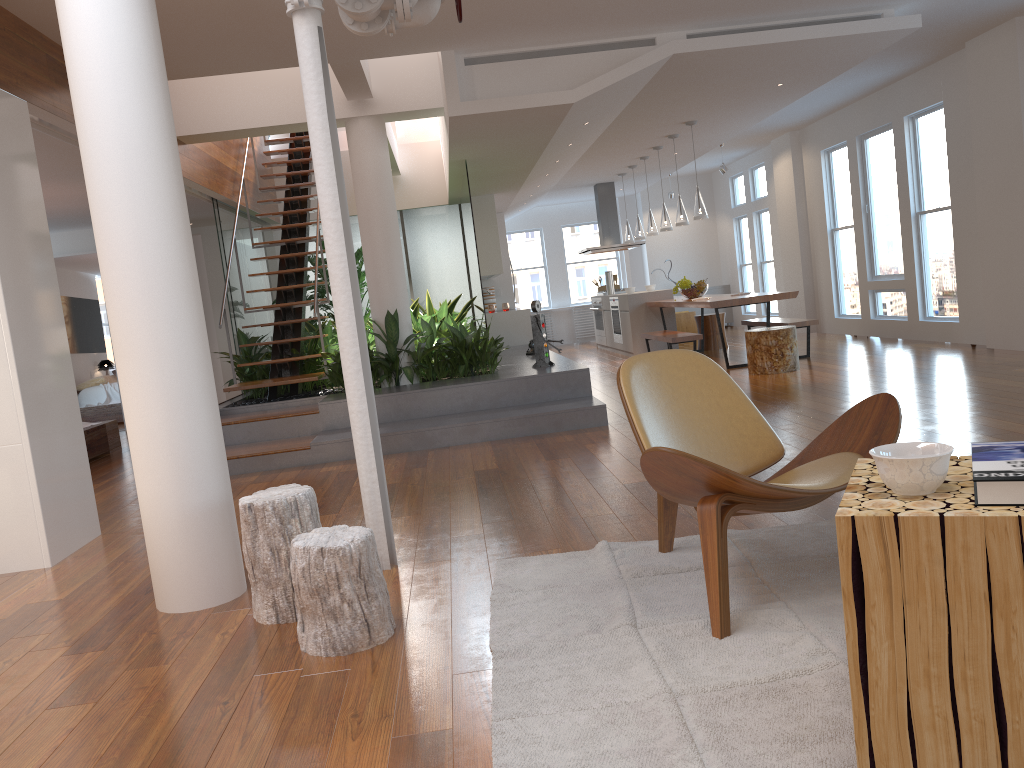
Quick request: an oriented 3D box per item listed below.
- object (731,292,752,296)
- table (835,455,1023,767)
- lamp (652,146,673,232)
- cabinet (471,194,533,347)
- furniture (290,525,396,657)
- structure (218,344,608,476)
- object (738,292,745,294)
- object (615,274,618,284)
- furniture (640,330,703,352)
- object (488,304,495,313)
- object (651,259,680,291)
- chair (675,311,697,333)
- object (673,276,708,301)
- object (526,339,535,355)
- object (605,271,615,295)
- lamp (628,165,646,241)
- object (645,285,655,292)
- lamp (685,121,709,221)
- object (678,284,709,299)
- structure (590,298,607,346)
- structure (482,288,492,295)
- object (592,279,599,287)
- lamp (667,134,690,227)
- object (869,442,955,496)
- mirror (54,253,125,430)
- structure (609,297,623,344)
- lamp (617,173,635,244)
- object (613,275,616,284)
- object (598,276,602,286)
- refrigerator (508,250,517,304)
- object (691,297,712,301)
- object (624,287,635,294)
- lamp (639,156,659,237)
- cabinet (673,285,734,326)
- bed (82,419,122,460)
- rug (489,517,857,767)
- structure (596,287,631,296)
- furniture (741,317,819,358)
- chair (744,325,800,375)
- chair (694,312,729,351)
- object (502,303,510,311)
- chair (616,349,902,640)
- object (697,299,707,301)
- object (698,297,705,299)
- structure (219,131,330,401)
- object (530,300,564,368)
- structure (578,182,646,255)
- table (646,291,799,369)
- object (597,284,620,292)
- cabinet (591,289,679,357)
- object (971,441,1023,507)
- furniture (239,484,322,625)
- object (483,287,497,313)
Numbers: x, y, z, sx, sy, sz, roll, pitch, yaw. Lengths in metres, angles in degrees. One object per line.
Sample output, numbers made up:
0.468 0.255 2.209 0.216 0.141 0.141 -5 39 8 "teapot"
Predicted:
2.463 -0.964 9.521 0.222 0.020 0.222 -8 6 -11 "object"
0.975 0.453 1.745 0.548 0.534 0.489 -4 6 26 "table"
1.782 -2.351 10.540 0.160 1.060 0.160 -5 6 23 "lamp"
-0.305 -1.415 13.333 0.676 2.280 4.565 -7 6 -3 "cabinet"
-0.531 0.627 2.751 0.294 0.333 0.292 -11 7 -33 "furniture"
-1.065 0.068 8.964 3.088 0.386 5.584 -7 6 -3 "structure"
2.463 -0.970 9.521 0.079 0.030 0.070 -2 7 40 "object"
1.679 -1.613 14.249 0.057 0.294 0.030 -7 6 -4 "object"
1.714 -0.348 9.556 0.316 0.389 1.433 -7 6 -3 "furniture"
-0.262 -0.962 11.343 0.094 0.106 0.094 -7 6 2 "object"
2.730 -1.896 15.539 0.590 0.563 0.210 -11 7 -32 "object"
2.627 -0.893 13.692 0.344 0.430 0.549 -7 6 0 "chair"
2.126 -1.148 10.524 0.394 0.284 0.292 -12 7 -39 "object"
0.210 -0.385 9.193 0.216 0.155 0.181 -12 7 -39 "object"
1.480 -1.517 13.323 0.120 0.356 0.172 -2 8 44 "object"
1.678 -2.480 11.977 0.160 1.060 0.160 -5 6 23 "lamp"
1.846 -1.276 11.820 0.152 0.082 0.152 -12 8 -43 "object"
1.886 -2.222 9.104 0.160 1.060 0.160 -5 6 23 "lamp"
2.160 -1.088 10.517 0.360 0.159 0.360 -12 7 -40 "object"
1.617 -1.009 13.828 0.649 0.735 0.890 -7 6 -3 "structure"
-0.375 -1.071 12.347 0.248 0.536 0.115 -7 6 -3 "structure"
1.393 -1.560 14.230 0.199 0.259 0.016 -6 6 7 "object"
1.834 -2.287 9.822 0.160 1.060 0.160 -5 6 23 "lamp"
0.780 0.168 1.726 0.152 0.082 0.152 -12 8 -43 "object"
-5.239 -0.404 10.167 1.267 2.044 0.049 -7 6 -3 "mirror"
1.468 -0.895 12.406 0.072 0.648 0.644 -7 6 -3 "structure"
1.626 -2.544 12.695 0.160 1.060 0.160 -5 6 23 "lamp"
1.643 -1.607 14.229 0.068 0.298 0.039 -7 6 -3 "object"
1.427 -1.582 14.233 0.055 0.299 0.027 -7 6 -3 "object"
-0.278 -1.276 14.095 0.725 1.772 0.908 -7 6 -3 "refrigerator"
2.042 -0.914 9.543 0.222 0.020 0.222 -3 7 37 "object"
1.590 -1.255 11.928 0.152 0.082 0.152 -3 7 36 "object"
1.730 -2.415 11.259 0.160 1.060 0.160 -5 6 23 "lamp"
3.186 -1.312 15.669 1.309 0.725 0.420 -7 6 -3 "cabinet"
-4.860 0.576 7.350 2.314 0.595 2.207 -7 6 -3 "bed"
1.661 0.606 1.636 3.525 0.057 3.478 -7 6 1 "rug"
1.606 -1.436 13.800 0.520 0.073 0.650 -7 6 -3 "structure"
2.895 -0.501 9.628 0.316 0.389 1.433 -7 6 -3 "furniture"
2.423 -0.317 8.263 0.460 0.400 0.460 -6 6 6 "chair"
2.581 -0.675 11.479 0.396 0.455 0.402 -8 6 -13 "chair"
-0.079 -0.981 11.307 0.094 0.106 0.094 -7 6 2 "object"
0.807 0.261 2.778 0.856 0.752 0.867 -7 6 2 "chair"
2.038 -0.896 9.443 0.164 0.006 0.017 -7 6 2 "object"
2.042 -0.920 9.543 0.070 0.030 0.079 -12 7 -40 "object"
-1.577 -2.025 9.407 2.552 4.265 4.591 -7 6 -3 "structure"
0.293 -0.429 7.467 0.318 0.565 0.134 -3 7 33 "object"
1.448 -2.749 13.643 0.909 1.405 0.900 -7 6 -3 "structure"
2.165 -0.764 11.569 0.893 0.704 5.996 -7 6 -3 "table"
1.555 -1.518 14.238 0.353 0.157 0.084 -7 6 -3 "object"
1.725 -0.909 12.930 0.597 0.832 2.936 -7 6 -3 "cabinet"
1.019 0.162 1.658 0.279 0.048 0.334 -4 6 27 "object"
-0.779 0.582 3.085 0.290 0.418 0.298 -12 7 -40 "furniture"
-0.370 -1.222 12.892 0.267 0.356 0.266 -5 6 22 "object"
